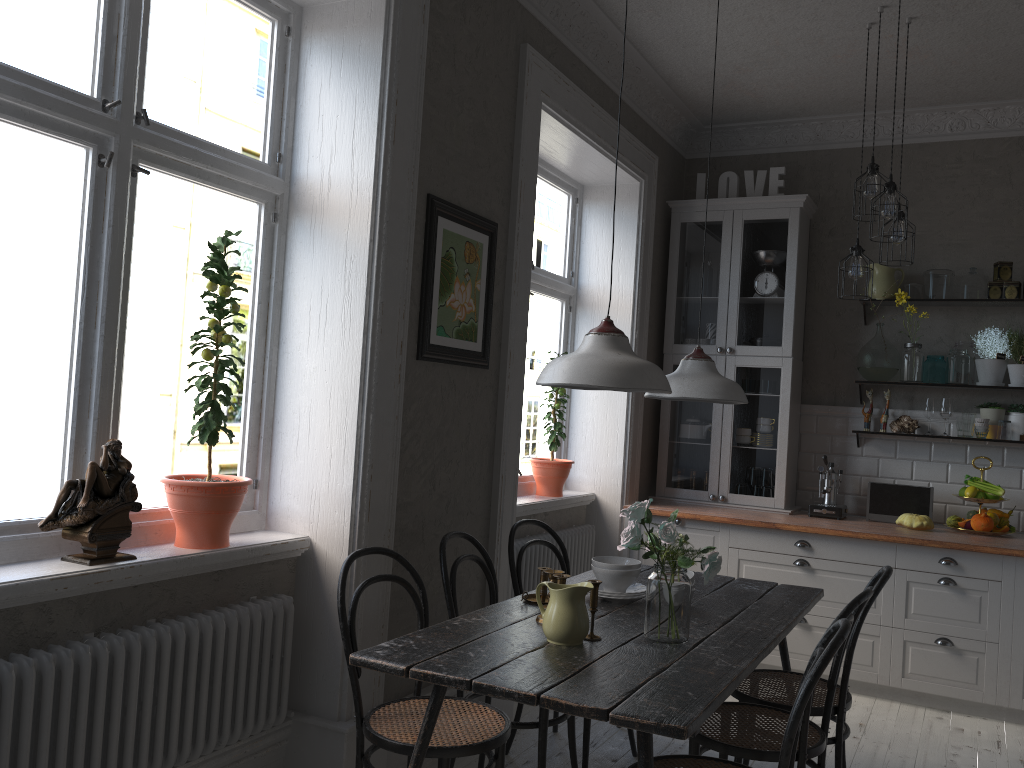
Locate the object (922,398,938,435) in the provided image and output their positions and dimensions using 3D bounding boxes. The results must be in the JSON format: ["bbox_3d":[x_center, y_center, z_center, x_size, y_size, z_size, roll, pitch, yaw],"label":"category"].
[{"bbox_3d":[2.453,0.191,5.202,0.081,0.217,0.082,3,-2,13],"label":"object"}]

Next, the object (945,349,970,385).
[{"bbox_3d":[2.560,-0.096,5.085,0.127,0.206,0.122,5,-2,-40],"label":"object"}]

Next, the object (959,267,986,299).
[{"bbox_3d":[2.701,-0.575,5.197,0.141,0.220,0.138,4,-2,-13],"label":"object"}]

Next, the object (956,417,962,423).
[{"bbox_3d":[2.615,0.233,5.136,0.076,0.083,0.079,2,-2,45],"label":"object"}]

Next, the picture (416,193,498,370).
[{"bbox_3d":[-0.203,-0.383,3.498,0.019,0.619,0.530,3,-2,28],"label":"picture"}]

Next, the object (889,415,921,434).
[{"bbox_3d":[2.311,0.238,5.224,0.176,0.111,0.096,3,-2,4],"label":"object"}]

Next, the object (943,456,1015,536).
[{"bbox_3d":[2.583,0.610,4.879,0.349,0.425,0.355,3,-2,12],"label":"object"}]

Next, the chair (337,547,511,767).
[{"bbox_3d":[-0.265,0.988,2.667,0.538,0.921,0.446,3,-2,34],"label":"chair"}]

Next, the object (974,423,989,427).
[{"bbox_3d":[2.645,0.246,4.986,0.079,0.051,0.075,5,-2,-44],"label":"object"}]

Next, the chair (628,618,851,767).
[{"bbox_3d":[0.548,1.028,2.247,0.540,0.921,0.445,3,-2,24],"label":"chair"}]

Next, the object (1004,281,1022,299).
[{"bbox_3d":[2.831,-0.519,5.011,0.081,0.113,0.084,2,-2,37],"label":"object"}]

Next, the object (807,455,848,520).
[{"bbox_3d":[1.849,0.597,5.183,0.202,0.370,0.359,3,-2,27],"label":"object"}]

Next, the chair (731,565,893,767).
[{"bbox_3d":[1.041,1.081,3.157,0.540,0.921,0.445,3,-2,24],"label":"chair"}]

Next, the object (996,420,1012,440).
[{"bbox_3d":[2.772,0.260,4.985,0.076,0.108,0.079,3,-2,21],"label":"object"}]

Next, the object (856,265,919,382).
[{"bbox_3d":[2.183,-0.352,5.274,0.335,0.674,0.336,4,-2,-5],"label":"object"}]

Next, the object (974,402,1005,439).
[{"bbox_3d":[2.739,0.205,5.085,0.156,0.217,0.157,3,-2,7],"label":"object"}]

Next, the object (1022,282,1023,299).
[{"bbox_3d":[2.965,-0.542,5.003,0.139,0.174,0.144,3,-2,27],"label":"object"}]

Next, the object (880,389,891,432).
[{"bbox_3d":[2.237,0.160,5.293,0.062,0.264,0.052,4,-2,-27],"label":"object"}]

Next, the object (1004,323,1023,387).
[{"bbox_3d":[2.864,-0.167,4.982,0.186,0.380,0.168,4,-2,-12],"label":"object"}]

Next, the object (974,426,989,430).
[{"bbox_3d":[2.644,0.263,4.986,0.076,0.051,0.078,3,-2,20],"label":"object"}]

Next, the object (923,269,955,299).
[{"bbox_3d":[2.498,-0.571,5.190,0.175,0.184,0.169,4,-2,-24],"label":"object"}]

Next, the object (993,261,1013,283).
[{"bbox_3d":[2.787,-0.634,5.029,0.082,0.113,0.083,3,-2,7],"label":"object"}]

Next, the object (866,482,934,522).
[{"bbox_3d":[2.228,0.690,5.090,0.345,0.226,0.089,3,-2,26],"label":"object"}]

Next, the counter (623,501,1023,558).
[{"bbox_3d":[1.660,0.751,3.734,3.107,0.039,3.448,3,-2,27],"label":"counter"}]

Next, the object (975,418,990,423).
[{"bbox_3d":[2.646,0.221,4.987,0.076,0.051,0.078,3,-2,13],"label":"object"}]

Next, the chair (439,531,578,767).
[{"bbox_3d":[-0.005,1.017,3.169,0.540,0.921,0.445,3,-2,24],"label":"chair"}]

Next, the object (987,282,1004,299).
[{"bbox_3d":[2.756,-0.523,5.052,0.081,0.113,0.084,3,-2,27],"label":"object"}]

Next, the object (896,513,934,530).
[{"bbox_3d":[2.214,0.755,4.863,0.193,0.083,0.192,3,-2,27],"label":"object"}]

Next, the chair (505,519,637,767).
[{"bbox_3d":[0.240,1.043,3.599,0.538,0.921,0.447,2,-2,40],"label":"chair"}]

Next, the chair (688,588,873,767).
[{"bbox_3d":[0.796,1.055,2.729,0.538,0.921,0.446,3,-2,34],"label":"chair"}]

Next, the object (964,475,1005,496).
[{"bbox_3d":[2.587,0.553,4.851,0.207,0.101,0.068,3,-2,33],"label":"object"}]

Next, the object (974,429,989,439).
[{"bbox_3d":[2.643,0.280,4.985,0.076,0.051,0.078,3,-2,20],"label":"object"}]

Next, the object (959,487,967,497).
[{"bbox_3d":[2.529,0.610,4.911,0.095,0.078,0.102,3,-2,14],"label":"object"}]

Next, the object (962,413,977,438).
[{"bbox_3d":[2.606,0.236,5.055,0.079,0.139,0.079,4,-2,0],"label":"object"}]

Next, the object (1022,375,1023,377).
[{"bbox_3d":[2.883,-0.015,4.892,0.064,0.071,0.104,5,-2,-33],"label":"object"}]

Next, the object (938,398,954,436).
[{"bbox_3d":[2.488,0.190,5.079,0.081,0.217,0.082,3,-2,13],"label":"object"}]

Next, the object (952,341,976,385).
[{"bbox_3d":[2.653,-0.116,5.211,0.129,0.264,0.134,3,-2,32],"label":"object"}]

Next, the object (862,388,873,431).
[{"bbox_3d":[2.151,0.156,5.353,0.053,0.264,0.061,4,-2,-2],"label":"object"}]

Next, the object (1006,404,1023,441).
[{"bbox_3d":[2.880,0.217,5.025,0.150,0.214,0.170,5,-2,-33],"label":"object"}]

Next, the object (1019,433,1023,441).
[{"bbox_3d":[2.902,0.249,4.913,0.119,0.147,0.100,4,-2,-5],"label":"object"}]

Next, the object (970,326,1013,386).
[{"bbox_3d":[2.771,-0.158,5.087,0.239,0.354,0.239,2,-2,45],"label":"object"}]

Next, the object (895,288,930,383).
[{"bbox_3d":[2.312,-0.279,5.157,0.189,0.540,0.284,3,-2,19],"label":"object"}]

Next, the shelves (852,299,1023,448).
[{"bbox_3d":[2.676,-0.015,5.091,1.294,0.923,0.232,3,-2,26],"label":"shelves"}]

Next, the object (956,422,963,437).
[{"bbox_3d":[2.613,0.266,5.136,0.076,0.083,0.079,2,-2,45],"label":"object"}]

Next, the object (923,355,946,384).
[{"bbox_3d":[2.492,-0.080,5.219,0.124,0.172,0.128,3,-2,31],"label":"object"}]
